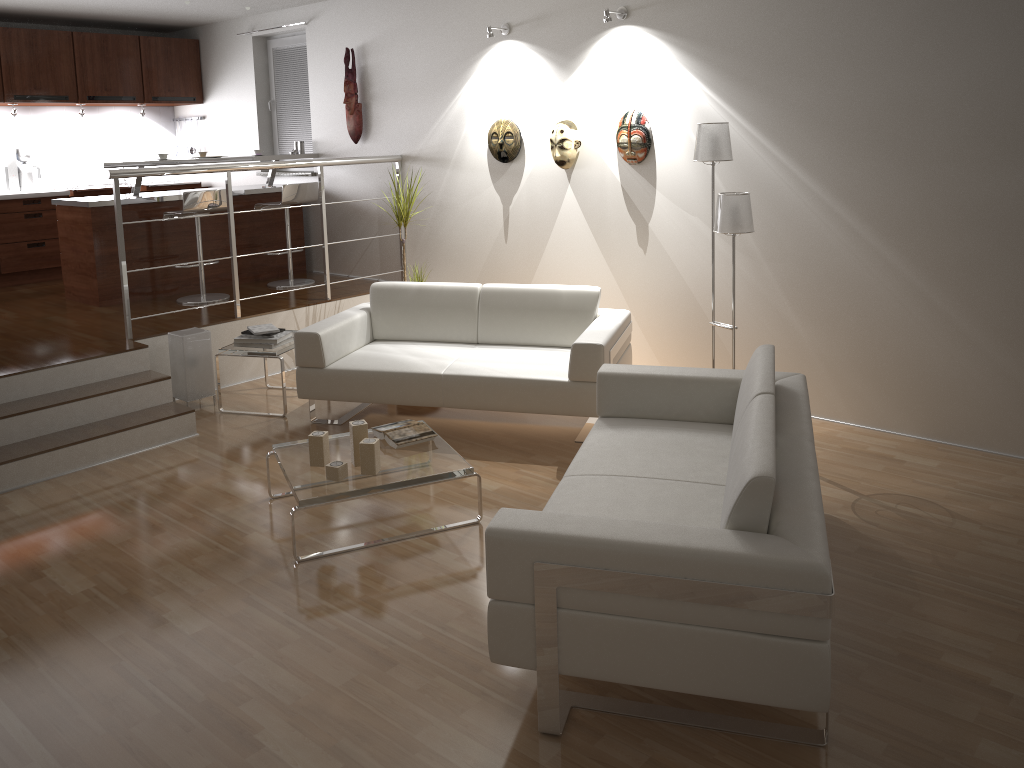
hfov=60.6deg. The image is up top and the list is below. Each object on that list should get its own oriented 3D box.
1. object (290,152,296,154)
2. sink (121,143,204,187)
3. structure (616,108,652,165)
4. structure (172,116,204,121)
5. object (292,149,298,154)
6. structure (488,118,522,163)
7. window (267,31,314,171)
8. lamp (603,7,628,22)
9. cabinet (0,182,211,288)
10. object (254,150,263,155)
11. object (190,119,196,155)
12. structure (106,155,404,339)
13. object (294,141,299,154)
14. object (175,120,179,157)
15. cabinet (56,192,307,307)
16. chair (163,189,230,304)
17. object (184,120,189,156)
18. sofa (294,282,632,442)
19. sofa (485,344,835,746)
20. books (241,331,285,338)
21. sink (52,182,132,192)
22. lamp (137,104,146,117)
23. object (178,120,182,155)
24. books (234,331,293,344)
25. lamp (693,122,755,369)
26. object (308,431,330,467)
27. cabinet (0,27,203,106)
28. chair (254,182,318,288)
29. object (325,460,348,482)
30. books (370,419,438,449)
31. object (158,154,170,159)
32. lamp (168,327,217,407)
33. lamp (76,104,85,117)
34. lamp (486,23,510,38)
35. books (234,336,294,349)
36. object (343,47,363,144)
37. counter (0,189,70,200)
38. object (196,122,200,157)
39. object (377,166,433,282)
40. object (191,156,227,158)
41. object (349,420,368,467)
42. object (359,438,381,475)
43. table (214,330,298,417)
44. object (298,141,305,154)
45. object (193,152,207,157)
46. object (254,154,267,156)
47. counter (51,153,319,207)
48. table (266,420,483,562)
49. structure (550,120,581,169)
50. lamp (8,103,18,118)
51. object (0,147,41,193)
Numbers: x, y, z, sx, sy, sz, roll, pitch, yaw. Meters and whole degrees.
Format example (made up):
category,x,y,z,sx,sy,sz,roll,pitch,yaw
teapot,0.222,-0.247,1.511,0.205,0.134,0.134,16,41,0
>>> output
category,x,y,z,sx,sy,sz,roll,pitch,yaw
object,-1.929,-2.032,7.703,0.051,0.019,0.051,12,21,43
sink,-3.593,-2.156,8.878,0.606,0.565,0.684,9,16,41
structure,0.743,-1.547,5.484,0.267,0.346,0.076,8,12,41
structure,-3.355,-2.744,9.071,0.604,0.033,0.049,12,19,41
object,-1.906,-2.045,7.698,0.051,0.044,0.052,-2,12,-1
structure,-0.072,-1.720,6.196,0.320,0.308,0.070,9,13,42
window,-1.990,-2.599,8.093,0.851,1.237,0.144,7,12,42
lamp,0.628,-2.278,5.397,0.081,0.106,0.194,7,17,41
cabinet,-4.468,-1.331,7.926,0.687,0.778,3.572,8,18,40
object,-2.133,-1.950,7.380,0.079,0.044,0.069,-5,14,-11
object,-3.291,-2.545,9.027,0.091,0.356,0.044,5,10,41
structure,-1.652,-1.052,6.203,0.058,1.024,2.369,5,15,41
object,-1.904,-2.093,7.756,0.053,0.107,0.054,3,10,25
object,-3.534,-2.580,9.207,0.065,0.373,0.034,5,10,42
cabinet,-2.712,-1.203,7.373,0.639,0.731,1.884,8,17,40
chair,-2.370,-1.057,6.658,0.394,0.828,0.430,-10,12,-43
object,-3.389,-2.553,9.087,0.107,0.369,0.020,5,10,42
sofa,-0.252,-0.172,5.110,1.783,0.722,0.932,3,13,16
sofa,0.607,0.371,3.117,0.907,0.719,1.835,2,15,16
books,-1.536,-0.311,5.415,0.216,0.014,0.156,1,16,11
sink,-4.022,-1.820,8.416,0.607,0.195,0.612,11,20,40
lamp,-3.608,-2.670,8.544,0.080,0.121,0.082,-3,10,-8
object,-3.474,-2.574,9.171,0.033,0.369,0.008,5,10,42
books,-1.536,-0.291,5.418,0.287,0.026,0.234,1,16,11
lamp,1.111,-0.535,4.601,0.210,1.632,0.370,-6,9,-28
object,-0.832,0.273,3.777,0.067,0.147,0.069,0,9,12
cabinet,-4.266,-2.887,8.038,0.657,0.619,2.771,8,18,40
chair,-1.844,-1.242,7.247,0.428,0.828,0.394,5,11,37
object,-0.724,0.353,3.621,0.067,0.072,0.069,4,13,26
books,-0.505,0.224,4.076,0.206,0.054,0.297,-12,18,-32
object,-2.673,-1.744,6.718,0.079,0.044,0.069,-3,13,-4
lamp,-2.005,-0.095,5.491,0.200,0.470,0.195,6,12,41
lamp,-3.992,-2.535,8.115,0.080,0.121,0.082,-3,10,-8
lamp,-0.105,-2.440,6.043,0.081,0.106,0.194,7,17,41
books,-1.535,-0.265,5.421,0.288,0.026,0.233,4,17,21
object,-1.312,-2.373,7.222,0.151,0.771,0.154,-2,8,-3
counter,-4.943,-1.539,7.359,0.688,0.039,2.144,12,21,39
object,-3.213,-2.511,8.930,0.072,0.373,0.024,5,10,42
object,-0.771,-0.858,6.283,0.507,1.440,0.446,-8,10,-35
object,-2.452,-1.843,7.115,0.221,0.010,0.315,13,22,42
object,-0.657,0.248,3.765,0.067,0.192,0.068,-5,9,-23
object,-0.594,0.297,3.667,0.067,0.147,0.069,0,9,12
table,-1.505,-0.084,5.539,0.464,0.390,0.566,2,14,16
object,-1.856,-2.086,7.722,0.053,0.109,0.054,2,10,25
object,-2.487,-1.851,7.061,0.131,0.040,0.142,12,21,42
object,-2.139,-1.926,7.373,0.140,0.008,0.133,4,17,20
counter,-2.601,-1.736,7.341,0.847,0.310,2.144,11,20,40
table,-0.631,0.437,3.886,0.799,0.243,0.718,-8,16,-22
structure,0.327,-1.587,5.817,0.245,0.321,0.132,8,13,42
lamp,-4.376,-2.400,7.685,0.080,0.121,0.082,-3,10,-8
object,-4.522,-1.979,8.071,0.165,0.395,0.335,6,13,41
